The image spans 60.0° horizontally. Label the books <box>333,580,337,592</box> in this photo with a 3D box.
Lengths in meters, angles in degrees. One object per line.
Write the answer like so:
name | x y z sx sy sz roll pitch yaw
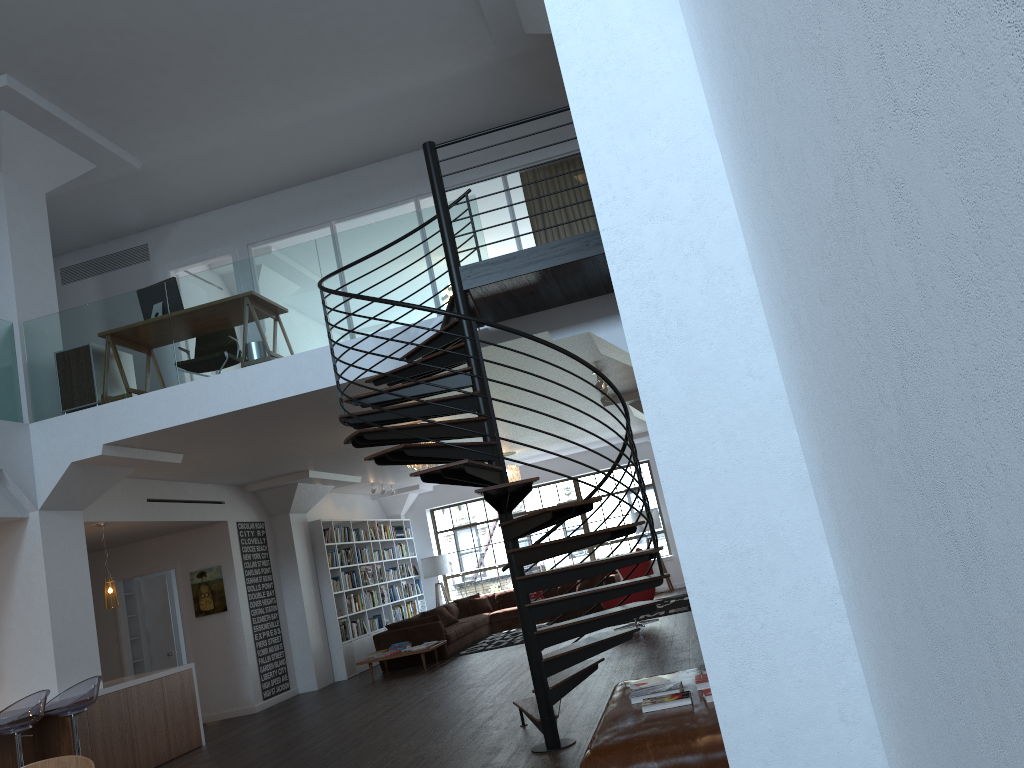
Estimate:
books | -2.791 3.136 13.702 0.134 0.184 0.030 -14 -11 9

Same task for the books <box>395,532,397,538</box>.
books | -2.314 2.884 17.057 0.161 0.223 0.033 -14 -11 9

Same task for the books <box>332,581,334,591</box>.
books | -2.809 3.115 13.604 0.136 0.196 0.045 -14 -11 9

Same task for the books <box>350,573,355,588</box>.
books | -2.664 3.208 14.396 0.182 0.253 0.034 -14 -11 9

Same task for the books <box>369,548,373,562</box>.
books | -2.532 3.001 15.499 0.159 0.250 0.026 -14 -11 9

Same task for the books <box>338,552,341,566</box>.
books | -2.819 2.806 14.131 0.174 0.236 0.142 -14 -11 10

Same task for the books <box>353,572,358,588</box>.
books | -2.642 3.229 14.533 0.182 0.253 0.034 -14 -11 9

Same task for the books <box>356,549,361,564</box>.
books | -2.653 2.906 14.884 0.182 0.253 0.034 -14 -11 9

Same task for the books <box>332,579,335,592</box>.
books | -2.804 3.118 13.637 0.127 0.200 0.020 -14 -11 9

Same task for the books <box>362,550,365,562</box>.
books | -2.602 2.963 15.151 0.161 0.223 0.026 -14 -11 9

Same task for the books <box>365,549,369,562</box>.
books | -2.576 2.976 15.294 0.174 0.239 0.045 -14 -11 9

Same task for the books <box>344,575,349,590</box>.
books | -2.712 3.178 14.154 0.174 0.239 0.045 -14 -11 9

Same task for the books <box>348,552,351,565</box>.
books | -2.738 2.869 14.516 0.161 0.223 0.033 -14 -11 9

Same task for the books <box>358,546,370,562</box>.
books | -2.572 2.965 15.374 0.176 0.290 0.053 -14 -11 9

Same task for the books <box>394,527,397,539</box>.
books | -2.314 2.877 17.022 0.161 0.223 0.032 -14 -11 9

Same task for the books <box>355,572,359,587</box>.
books | -2.625 3.232 14.564 0.182 0.253 0.034 -14 -11 9

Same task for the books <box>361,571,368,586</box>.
books | -2.554 3.301 15.002 0.183 0.253 0.042 -14 -11 9

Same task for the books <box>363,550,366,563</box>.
books | -2.594 2.966 15.177 0.161 0.223 0.027 -14 -11 9

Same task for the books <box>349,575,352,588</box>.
books | -2.683 3.210 14.327 0.167 0.230 0.037 -14 -11 9

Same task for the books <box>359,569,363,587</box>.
books | -2.609 3.255 14.786 0.198 0.284 0.049 -14 -11 9

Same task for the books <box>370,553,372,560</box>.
books | -2.538 3.012 15.472 0.161 0.223 0.026 -14 -11 9

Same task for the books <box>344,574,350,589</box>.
books | -2.706 3.183 14.205 0.170 0.245 0.057 -14 -11 9

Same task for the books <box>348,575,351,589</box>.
books | -2.684 3.202 14.267 0.161 0.223 0.027 -14 -11 9

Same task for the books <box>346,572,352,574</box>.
books | -2.676 3.217 14.446 0.180 0.259 0.060 -14 -11 9

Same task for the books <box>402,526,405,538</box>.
books | -2.232 2.941 17.524 0.183 0.253 0.042 -14 -11 9

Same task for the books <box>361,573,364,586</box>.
books | -2.572 3.290 14.846 0.161 0.223 0.032 -14 -11 9

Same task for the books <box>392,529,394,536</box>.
books | -2.349 2.853 16.934 0.160 0.251 0.031 -14 -11 9

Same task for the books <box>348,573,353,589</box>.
books | -2.692 3.208 14.366 0.182 0.253 0.034 -14 -11 9

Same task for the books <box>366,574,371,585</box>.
books | -2.514 3.339 15.113 0.161 0.207 0.135 -14 -11 8

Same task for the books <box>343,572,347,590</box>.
books | -2.737 3.144 14.085 0.176 0.290 0.053 -14 -11 9

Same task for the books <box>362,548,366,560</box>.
books | -2.600 2.959 15.206 0.159 0.250 0.026 -14 -11 9

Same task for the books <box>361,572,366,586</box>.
books | -2.564 3.288 14.890 0.174 0.240 0.054 -14 -11 9

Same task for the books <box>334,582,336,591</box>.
books | -2.789 3.134 13.675 0.128 0.178 0.021 -14 -11 9

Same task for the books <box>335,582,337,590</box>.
books | -2.784 3.143 13.726 0.128 0.178 0.022 -14 -11 9

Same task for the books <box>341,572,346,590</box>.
books | -2.753 3.139 14.026 0.197 0.283 0.065 -14 -11 9

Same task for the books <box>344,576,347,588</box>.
books | -2.723 3.182 14.118 0.161 0.223 0.027 -14 -11 9

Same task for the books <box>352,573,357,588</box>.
books | -2.642 3.228 14.492 0.174 0.239 0.045 -14 -11 9

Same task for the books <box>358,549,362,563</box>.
books | -2.641 2.925 14.955 0.174 0.239 0.045 -14 -11 9

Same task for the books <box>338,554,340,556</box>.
books | -2.819 2.810 14.072 0.161 0.207 0.135 -14 -11 10

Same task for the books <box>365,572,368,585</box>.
books | -2.541 3.320 15.034 0.161 0.223 0.033 -14 -11 9

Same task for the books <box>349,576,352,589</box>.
books | -2.681 3.207 14.294 0.161 0.223 0.026 -14 -11 9

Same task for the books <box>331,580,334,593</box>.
books | -2.813 3.110 13.564 0.139 0.191 0.036 -14 -11 9

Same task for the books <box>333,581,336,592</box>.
books | -2.791 3.130 13.654 0.128 0.178 0.022 -14 -11 9

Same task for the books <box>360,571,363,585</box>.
books | -2.589 3.275 14.820 0.160 0.251 0.031 -14 -11 9

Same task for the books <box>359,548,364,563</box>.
books | -2.624 2.933 15.054 0.182 0.253 0.034 -14 -11 9

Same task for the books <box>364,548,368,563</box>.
books | -2.590 2.967 15.245 0.170 0.245 0.057 -14 -11 9

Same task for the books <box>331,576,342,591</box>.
books | -2.757 3.140 13.887 0.140 0.231 0.042 -14 -11 9

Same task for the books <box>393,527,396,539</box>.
books | -2.329 2.875 16.993 0.161 0.223 0.033 -14 -11 9

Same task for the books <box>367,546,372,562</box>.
books | -2.564 2.978 15.433 0.197 0.283 0.065 -14 -11 9

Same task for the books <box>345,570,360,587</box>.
books | -2.627 3.226 14.630 0.176 0.294 0.102 -14 -11 9

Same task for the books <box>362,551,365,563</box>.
books | -2.617 2.956 15.121 0.167 0.230 0.037 -14 -11 9

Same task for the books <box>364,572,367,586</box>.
books | -2.544 3.307 14.961 0.161 0.223 0.032 -14 -11 9

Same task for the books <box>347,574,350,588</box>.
books | -2.700 3.188 14.246 0.159 0.250 0.026 -14 -11 9

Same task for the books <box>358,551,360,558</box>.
books | -2.657 2.914 14.919 0.182 0.253 0.034 -14 -11 9

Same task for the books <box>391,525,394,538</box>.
books | -2.369 2.833 16.899 0.198 0.284 0.049 -14 -11 9
